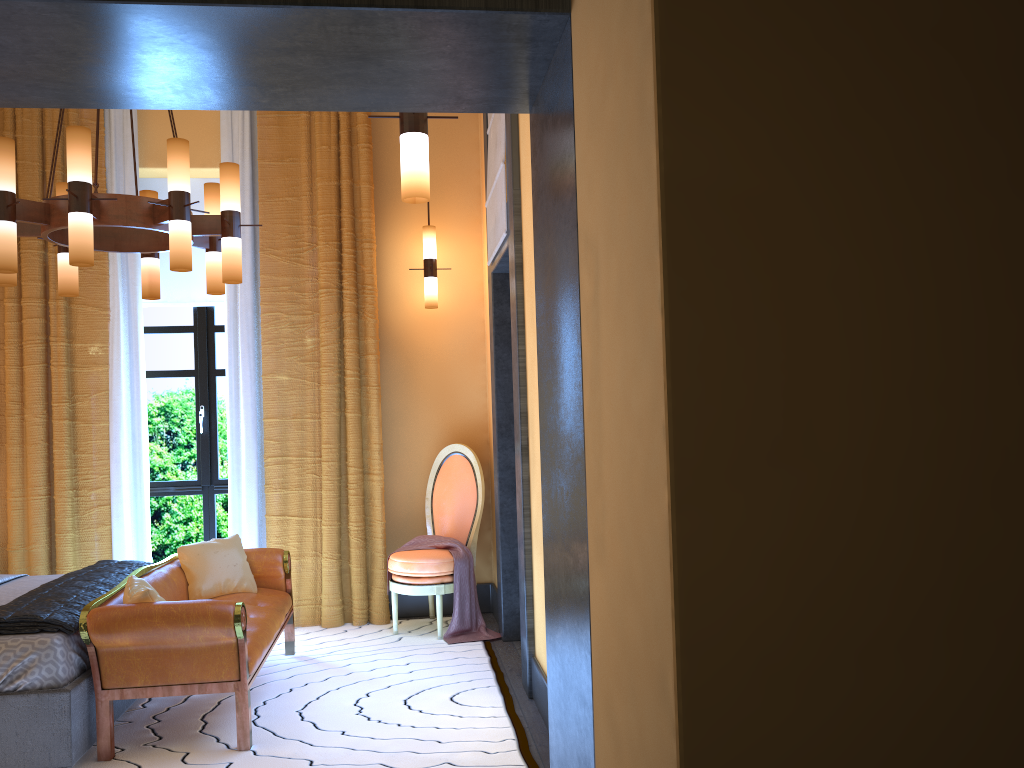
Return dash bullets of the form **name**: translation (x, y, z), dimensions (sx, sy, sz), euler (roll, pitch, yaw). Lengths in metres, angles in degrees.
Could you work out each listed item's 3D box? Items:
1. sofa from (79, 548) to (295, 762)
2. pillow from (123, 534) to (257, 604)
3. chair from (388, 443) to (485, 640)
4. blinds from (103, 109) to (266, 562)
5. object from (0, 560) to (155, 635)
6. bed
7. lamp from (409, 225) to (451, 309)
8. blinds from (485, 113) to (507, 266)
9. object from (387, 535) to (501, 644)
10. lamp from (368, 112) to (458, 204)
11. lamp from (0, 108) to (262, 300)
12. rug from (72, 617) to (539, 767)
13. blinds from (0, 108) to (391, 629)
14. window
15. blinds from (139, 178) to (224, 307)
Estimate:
- **sofa**: translation (-1.454, 1.192, 4.257), dimensions (0.650, 0.640, 1.616), euler (-2, -2, -7)
- **pillow**: translation (-2.190, 0.976, 4.709), dimensions (2.629, 0.407, 1.147), euler (-3, -3, 35)
- **chair**: translation (-0.481, 0.956, 5.530), dimensions (0.500, 1.146, 0.632), euler (-2, -1, 26)
- **blinds**: translation (-2.109, -0.455, 5.691), dimensions (2.050, 4.074, 0.237), euler (-2, -1, -10)
- **object**: translation (-1.987, 0.960, 4.115), dimensions (0.405, 0.104, 1.462), euler (-2, -2, -7)
- **bed**: translation (-2.787, 1.086, 4.020), dimensions (2.106, 0.824, 1.889), euler (-2, -2, -7)
- **lamp**: translation (-0.532, -0.759, 5.775), dimensions (0.199, 0.531, 0.199), euler (-3, -1, 38)
- **blinds**: translation (-0.098, -1.502, 4.816), dimensions (0.042, 1.576, 0.895), euler (-2, -1, -7)
- **object**: translation (-0.415, 1.228, 5.429), dimensions (0.803, 0.572, 0.428), euler (-3, -2, 41)
- **lamp**: translation (-0.303, -0.829, 2.726), dimensions (0.199, 0.531, 0.199), euler (-3, -1, 38)
- **lamp**: translation (-1.762, -1.524, 3.934), dimensions (1.141, 2.167, 1.141), euler (-2, -1, 15)
- **rug**: translation (-1.834, 1.511, 3.953), dimensions (3.702, 0.016, 3.389), euler (-2, -2, -7)
- **blinds**: translation (-2.062, -0.482, 5.614), dimensions (2.450, 4.144, 0.134), euler (-2, -1, -7)
- **window**: translation (-2.078, 0.100, 6.007), dimensions (1.200, 2.999, 0.130), euler (-2, -1, -7)
- **blinds**: translation (-2.109, -0.963, 6.013), dimensions (1.200, 0.873, 0.013), euler (-2, -1, -7)
